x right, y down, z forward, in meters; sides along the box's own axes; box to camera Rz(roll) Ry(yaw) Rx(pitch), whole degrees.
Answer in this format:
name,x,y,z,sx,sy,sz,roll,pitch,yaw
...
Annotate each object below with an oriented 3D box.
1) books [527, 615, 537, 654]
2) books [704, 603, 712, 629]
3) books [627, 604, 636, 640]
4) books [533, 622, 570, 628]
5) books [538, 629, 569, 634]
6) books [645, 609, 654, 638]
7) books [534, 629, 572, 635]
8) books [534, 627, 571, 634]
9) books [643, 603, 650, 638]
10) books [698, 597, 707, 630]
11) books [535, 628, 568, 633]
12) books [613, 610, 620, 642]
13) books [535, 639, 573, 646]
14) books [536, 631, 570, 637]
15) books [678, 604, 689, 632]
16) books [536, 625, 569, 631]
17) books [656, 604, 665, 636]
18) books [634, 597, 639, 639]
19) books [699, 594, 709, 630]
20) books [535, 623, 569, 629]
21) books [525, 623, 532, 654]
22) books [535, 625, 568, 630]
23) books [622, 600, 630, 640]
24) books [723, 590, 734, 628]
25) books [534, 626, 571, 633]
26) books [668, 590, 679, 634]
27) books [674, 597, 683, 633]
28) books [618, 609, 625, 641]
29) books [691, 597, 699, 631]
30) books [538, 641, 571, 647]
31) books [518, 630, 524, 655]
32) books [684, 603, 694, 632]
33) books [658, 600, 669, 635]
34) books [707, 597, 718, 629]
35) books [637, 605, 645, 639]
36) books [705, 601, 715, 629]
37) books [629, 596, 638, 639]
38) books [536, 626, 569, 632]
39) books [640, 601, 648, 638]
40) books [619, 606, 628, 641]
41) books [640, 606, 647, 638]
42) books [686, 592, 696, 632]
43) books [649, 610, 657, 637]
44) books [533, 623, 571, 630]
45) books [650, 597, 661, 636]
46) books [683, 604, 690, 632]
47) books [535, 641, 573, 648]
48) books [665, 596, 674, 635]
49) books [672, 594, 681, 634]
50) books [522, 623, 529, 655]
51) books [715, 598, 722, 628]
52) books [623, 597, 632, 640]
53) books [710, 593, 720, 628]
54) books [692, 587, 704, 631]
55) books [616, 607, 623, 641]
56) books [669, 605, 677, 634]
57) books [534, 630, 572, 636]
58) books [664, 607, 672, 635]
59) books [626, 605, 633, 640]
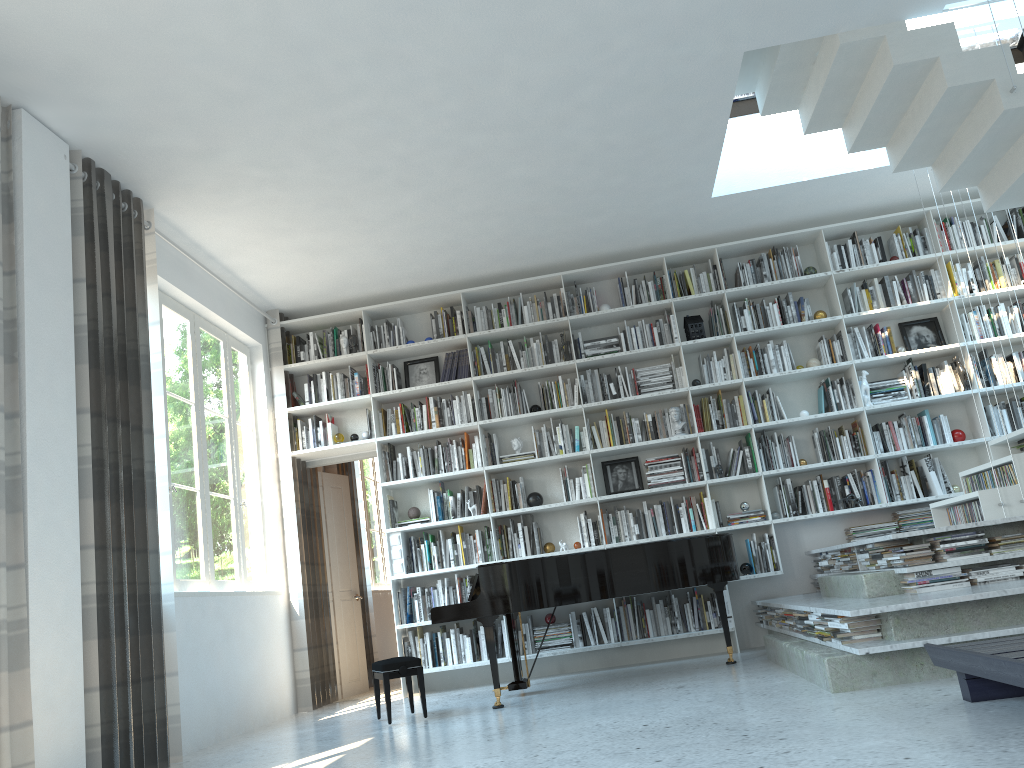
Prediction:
name,x,y,z,sx,sy,sz,roll,pitch,yaw
books,0.156,1.937,6.867,0.027,0.281,0.129,-9,-13,5
books,1.479,1.761,6.729,0.024,0.190,0.155,-9,-13,5
books,0.917,1.820,6.796,0.025,0.263,0.145,-9,-13,5
books,0.310,1.862,6.853,0.285,0.005,0.160,-11,-14,10
books,0.316,1.912,6.853,0.254,0.005,0.161,-9,-14,5
books,1.046,1.821,6.756,0.028,0.206,0.175,-9,-13,5
books,0.316,1.917,6.850,0.285,0.005,0.160,-9,-14,4
books,0.314,1.905,6.846,0.285,0.005,0.160,-8,-14,1
books,1.026,1.807,6.788,0.012,0.254,0.151,-9,-13,5
books,1.440,1.745,6.743,0.028,0.238,0.140,-9,-13,5
books,0.316,1.899,6.847,0.254,0.005,0.161,-10,-14,9
books,0.804,1.854,6.812,0.021,0.237,0.116,-9,-13,5
books,0.330,1.989,6.830,0.285,0.007,0.160,-10,-14,7
books,0.318,1.927,6.848,0.254,0.005,0.161,-9,-14,4
books,1.304,1.782,6.760,0.040,0.212,0.129,-9,-13,5
books,0.315,1.886,6.859,0.254,0.005,0.161,-9,-14,5
books,1.130,1.799,6.773,0.030,0.234,0.138,-9,-13,5
books,0.953,1.789,6.789,0.034,0.310,0.170,-9,-13,5
books,1.456,1.729,6.729,0.011,0.257,0.172,-9,-13,5
books,0.312,1.869,6.861,0.254,0.005,0.161,-10,-14,6
books,0.134,1.968,6.863,0.027,0.226,0.139,-9,-13,5
books,0.314,1.880,6.860,0.254,0.005,0.161,-9,-14,5
books,0.870,1.805,6.785,0.014,0.300,0.185,-9,-13,5
books,1.608,1.684,6.658,0.038,0.268,0.278,-9,-14,5
books,0.316,1.895,6.850,0.285,0.005,0.160,-9,-14,2
books,1.228,1.728,6.755,0.014,0.335,0.183,-9,-13,5
books,1.268,1.762,6.760,0.024,0.261,0.132,-9,-13,5
books,0.840,1.847,6.804,0.010,0.237,0.134,-9,-13,5
books,1.387,1.741,6.722,0.044,0.250,0.187,-9,-13,5
books,0.330,1.995,6.825,0.254,0.007,0.161,-8,-14,1
books,0.074,1.998,6.857,0.053,0.183,0.148,-9,-13,5
books,1.345,1.770,6.730,0.029,0.209,0.171,-9,-13,5
books,1.157,1.781,6.773,0.028,0.260,0.133,-9,-13,5
books,1.524,1.736,6.731,0.028,0.227,0.162,-9,-13,5
books,0.986,1.817,6.789,0.022,0.246,0.144,-9,-13,5
books,1.499,1.748,6.719,0.022,0.204,0.191,-9,-14,5
books,0.928,1.780,6.793,0.012,0.336,0.144,-9,-13,5
books,0.314,1.889,6.848,0.254,0.005,0.161,-8,-14,0
books,1.013,1.798,6.791,0.012,0.275,0.155,-9,-13,5
books,0.854,1.829,6.782,0.026,0.255,0.183,-9,-13,5
books,1.003,1.817,6.783,0.012,0.238,0.129,-9,-13,5
books,1.359,1.728,6.739,0.011,0.292,0.184,-9,-13,5
books,1.079,1.828,6.782,0.030,0.196,0.143,-9,-13,5
books,0.313,1.875,6.862,0.285,0.005,0.160,-9,-14,5
books,1.098,1.774,6.779,0.026,0.293,0.155,-9,-13,5
books,1.325,1.774,6.726,0.010,0.205,0.180,-9,-13,5
books,0.331,2.001,6.820,0.285,0.007,0.160,-11,-14,10
books,1.198,1.759,6.757,0.013,0.284,0.185,-9,-13,5
books,1.245,1.749,6.750,0.014,0.287,0.185,-9,-13,5
books,0.108,1.968,6.857,0.023,0.231,0.164,-9,-13,5
books,1.563,1.730,6.712,0.029,0.217,0.191,-9,-13,5
books,0.883,1.788,6.805,0.014,0.339,0.140,-9,-13,5
books,1.541,1.717,6.724,0.013,0.255,0.177,-9,-13,5
books,1.411,1.705,6.730,0.013,0.316,0.187,-9,-13,5
books,0.827,1.840,6.804,0.012,0.253,0.161,-9,-13,5
books,1.220,1.792,6.752,0.022,0.212,0.167,-9,-13,5
books,0.317,1.922,6.849,0.285,0.005,0.160,-10,-14,6
books,1.186,1.804,6.762,0.024,0.203,0.145,-9,-13,5
books,0.902,1.827,6.807,0.010,0.258,0.131,-9,-13,5
